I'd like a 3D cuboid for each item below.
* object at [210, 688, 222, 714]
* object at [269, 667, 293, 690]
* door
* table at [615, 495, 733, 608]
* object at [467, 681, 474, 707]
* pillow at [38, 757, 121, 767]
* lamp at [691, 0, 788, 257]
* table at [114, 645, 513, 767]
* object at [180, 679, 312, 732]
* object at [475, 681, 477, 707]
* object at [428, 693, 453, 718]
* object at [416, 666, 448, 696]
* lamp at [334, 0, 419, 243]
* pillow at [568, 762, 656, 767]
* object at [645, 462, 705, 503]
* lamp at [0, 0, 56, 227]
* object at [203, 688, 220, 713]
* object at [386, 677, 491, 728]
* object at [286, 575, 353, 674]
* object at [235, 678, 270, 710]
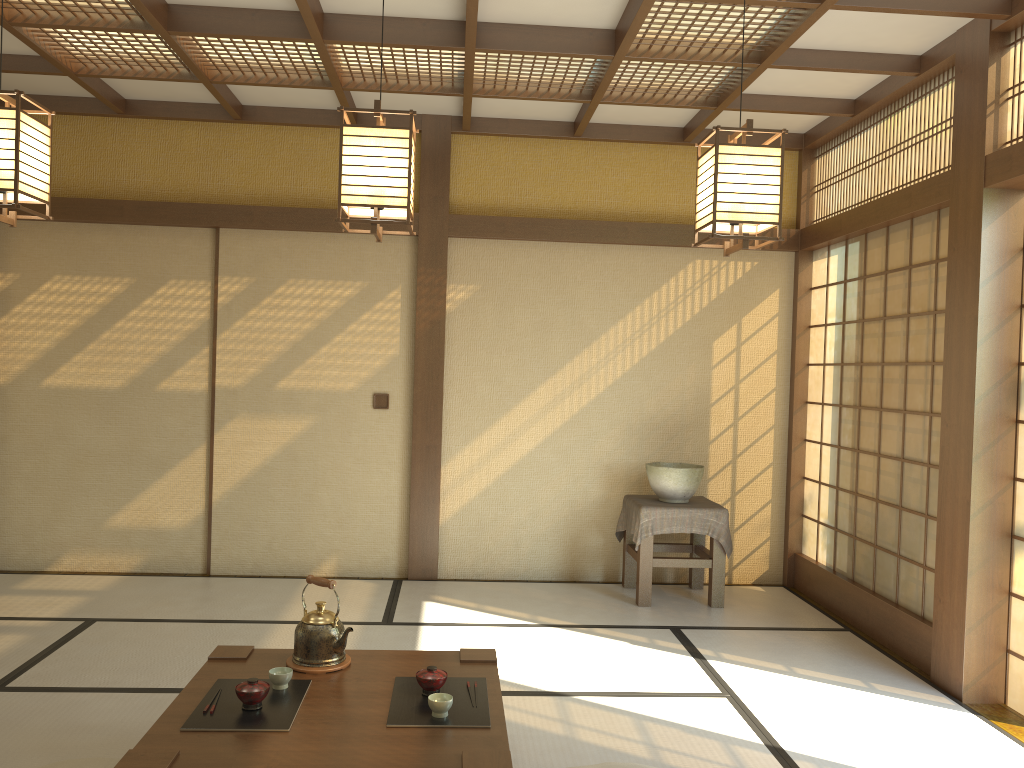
[{"bbox_3d":[-0.891,0.952,2.675,0.008,0.008,0.200,2,1,-10],"label":"object"},{"bbox_3d":[-0.732,0.933,2.805,0.073,0.052,0.074,3,1,39],"label":"object"},{"bbox_3d":[2.129,0.276,4.475,0.073,2.380,1.894,2,1,-4],"label":"door"},{"bbox_3d":[0.990,1.020,5.503,0.629,0.595,0.633,2,1,-4],"label":"table"},{"bbox_3d":[-0.130,0.975,2.792,0.008,0.008,0.200,2,1,-8],"label":"object"},{"bbox_3d":[-1.314,1.254,2.652,0.496,0.107,0.486,2,1,0],"label":"pillow"},{"bbox_3d":[0.749,-0.992,2.888,0.240,1.129,0.240,2,1,-4],"label":"lamp"},{"bbox_3d":[-0.532,1.139,2.725,1.000,0.350,1.000,2,1,-4],"label":"table"},{"bbox_3d":[-0.787,0.963,2.674,0.300,0.007,0.400,2,1,-4],"label":"object"},{"bbox_3d":[-0.113,0.975,2.793,0.008,0.008,0.200,2,1,-3],"label":"object"},{"bbox_3d":[-0.212,0.953,2.623,0.073,0.052,0.074,3,1,39],"label":"object"},{"bbox_3d":[-0.253,0.932,2.791,0.100,0.080,0.100,2,1,-4],"label":"object"},{"bbox_3d":[-0.413,-1.028,2.812,0.240,1.129,0.240,2,1,-4],"label":"lamp"},{"bbox_3d":[0.321,1.305,2.759,0.486,0.107,0.496,2,1,-10],"label":"pillow"},{"bbox_3d":[1.005,0.613,5.484,0.357,0.230,0.358,1,1,-34],"label":"object"},{"bbox_3d":[-1.575,-1.065,2.736,0.240,1.129,0.240,2,1,-4],"label":"lamp"},{"bbox_3d":[-0.904,0.951,2.676,0.008,0.008,0.200,2,1,-6],"label":"object"},{"bbox_3d":[-0.223,0.980,2.745,0.300,0.007,0.400,2,1,-4],"label":"object"},{"bbox_3d":[-0.659,0.816,3.057,0.226,0.296,0.219,2,1,-9],"label":"object"},{"bbox_3d":[-0.771,0.917,2.634,0.100,0.080,0.100,2,1,-4],"label":"object"}]
